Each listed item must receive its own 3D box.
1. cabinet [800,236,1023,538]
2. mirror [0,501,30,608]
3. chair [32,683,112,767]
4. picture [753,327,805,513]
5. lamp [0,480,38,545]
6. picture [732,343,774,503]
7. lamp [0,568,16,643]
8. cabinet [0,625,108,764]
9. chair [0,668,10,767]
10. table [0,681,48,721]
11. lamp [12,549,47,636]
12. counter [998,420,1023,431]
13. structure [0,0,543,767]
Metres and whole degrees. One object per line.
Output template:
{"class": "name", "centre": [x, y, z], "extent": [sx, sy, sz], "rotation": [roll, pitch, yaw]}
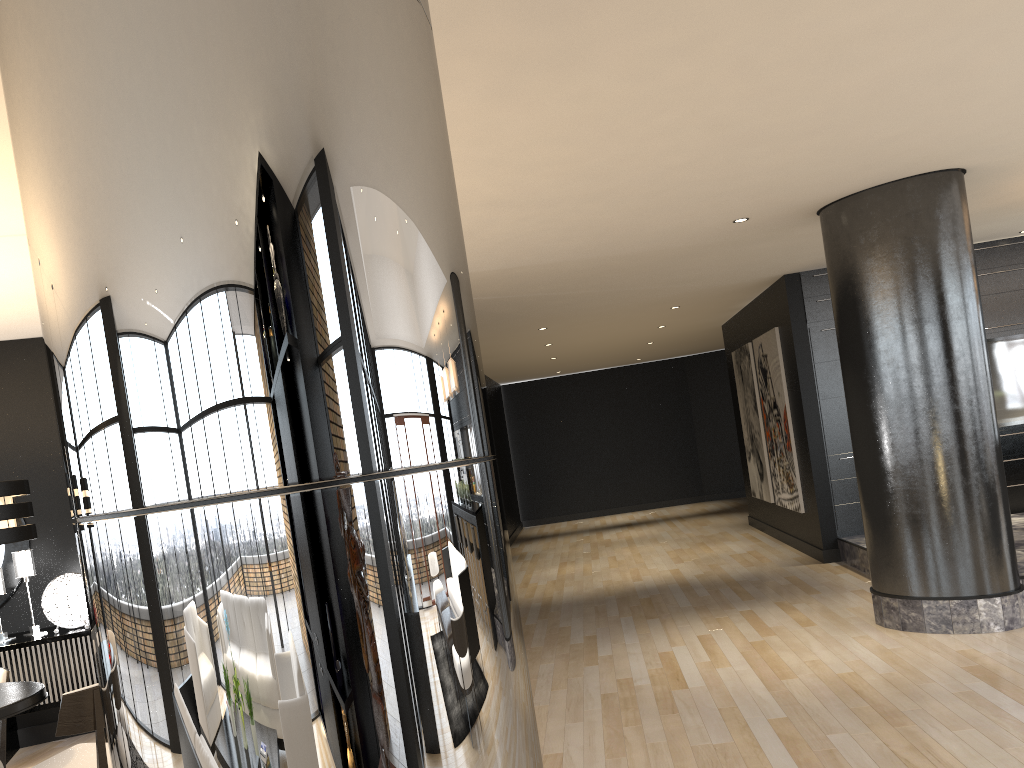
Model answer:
{"class": "cabinet", "centre": [5.715, -0.215, 8.335], "extent": [5.734, 2.527, 0.727], "rotation": [-9, 1, 5]}
{"class": "mirror", "centre": [-3.775, 1.096, 5.815], "extent": [1.072, 1.078, 0.025], "rotation": [-8, 1, -18]}
{"class": "chair", "centre": [-1.820, 1.660, 3.828], "extent": [0.618, 0.806, 0.641], "rotation": [-9, -1, 11]}
{"class": "picture", "centre": [2.834, 0.394, 9.364], "extent": [0.077, 1.873, 1.154], "rotation": [-8, 0, 4]}
{"class": "lamp", "centre": [-2.421, 0.048, 3.748], "extent": [0.533, 1.329, 0.537], "rotation": [-9, 0, -19]}
{"class": "picture", "centre": [2.946, 0.482, 10.765], "extent": [0.077, 1.873, 1.154], "rotation": [-8, 0, 4]}
{"class": "lamp", "centre": [-3.291, 1.414, 5.643], "extent": [0.125, 0.465, 0.132], "rotation": [-8, 1, 4]}
{"class": "cabinet", "centre": [-3.310, 2.038, 5.635], "extent": [2.228, 0.767, 0.613], "rotation": [-7, -1, -17]}
{"class": "chair", "centre": [-2.709, 1.819, 4.165], "extent": [0.644, 0.806, 0.615], "rotation": [-9, -1, 10]}
{"class": "table", "centre": [-2.967, 1.828, 3.535], "extent": [2.098, 0.769, 1.216], "rotation": [-8, -3, -16]}
{"class": "lamp", "centre": [-3.150, 1.358, 5.751], "extent": [0.133, 0.550, 0.124], "rotation": [-8, 1, 34]}
{"class": "counter", "centre": [5.784, 0.238, 8.369], "extent": [2.864, 0.034, 0.731], "rotation": [-9, -4, 5]}
{"class": "structure", "centre": [-0.301, 0.268, 1.324], "extent": [0.586, 2.742, 0.893], "rotation": [-9, 1, -8]}
